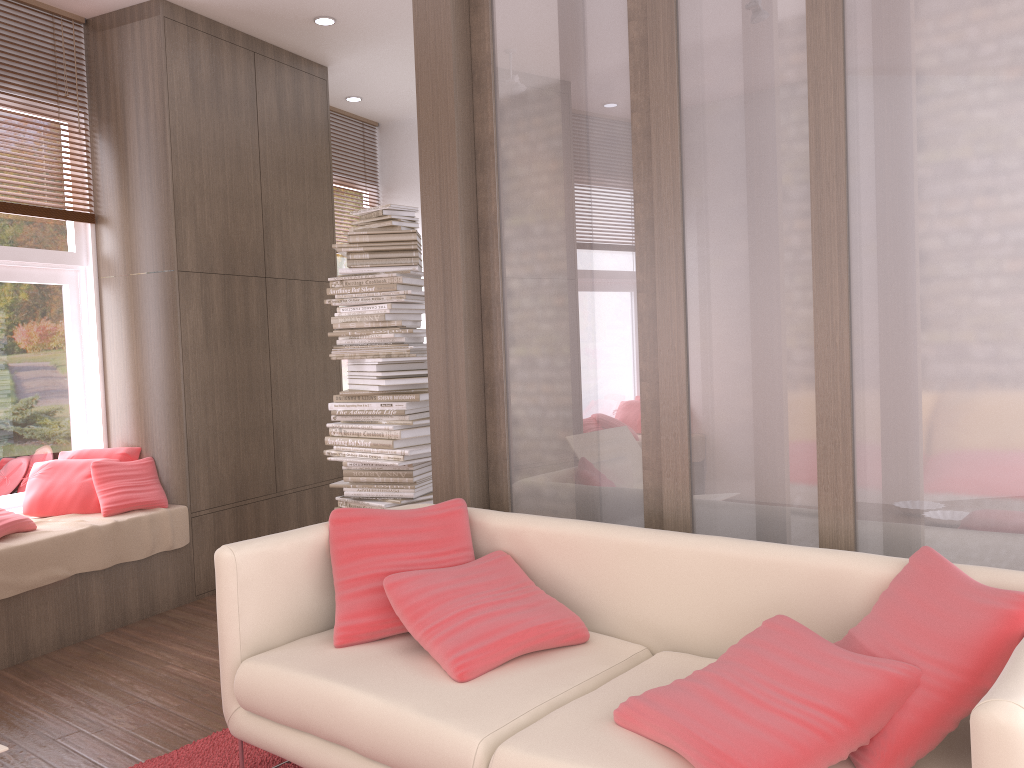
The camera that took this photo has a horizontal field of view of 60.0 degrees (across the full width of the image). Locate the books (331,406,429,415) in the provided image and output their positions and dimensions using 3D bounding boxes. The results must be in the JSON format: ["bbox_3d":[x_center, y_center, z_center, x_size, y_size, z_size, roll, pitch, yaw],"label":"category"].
[{"bbox_3d":[-0.666,0.137,4.666,0.442,0.025,0.346,-1,3,25],"label":"books"}]

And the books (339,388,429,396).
[{"bbox_3d":[-0.655,0.034,4.702,0.450,0.022,0.364,-2,2,0],"label":"books"}]

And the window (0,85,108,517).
[{"bbox_3d":[-2.729,-0.405,4.445,0.160,2.229,1.407,-1,3,27],"label":"window"}]

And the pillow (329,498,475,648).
[{"bbox_3d":[-0.347,0.599,2.883,0.498,0.377,0.379,-3,3,-15],"label":"pillow"}]

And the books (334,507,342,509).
[{"bbox_3d":[-0.672,0.667,4.685,0.432,0.038,0.339,0,3,45],"label":"books"}]

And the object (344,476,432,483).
[{"bbox_3d":[-0.637,0.495,4.654,0.413,0.008,0.243,-1,3,20],"label":"object"}]

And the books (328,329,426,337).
[{"bbox_3d":[-0.692,-0.269,4.669,0.467,0.020,0.283,-2,3,15],"label":"books"}]

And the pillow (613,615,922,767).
[{"bbox_3d":[0.540,0.688,1.931,0.467,0.224,0.507,-3,3,-23],"label":"pillow"}]

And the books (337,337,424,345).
[{"bbox_3d":[-0.690,-0.227,4.697,0.379,0.028,0.297,-2,3,15],"label":"books"}]

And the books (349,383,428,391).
[{"bbox_3d":[-0.638,0.010,4.680,0.322,0.030,0.435,-4,3,-30],"label":"books"}]

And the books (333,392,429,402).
[{"bbox_3d":[-0.628,0.064,4.680,0.518,0.038,0.341,-1,3,25],"label":"books"}]

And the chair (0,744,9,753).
[{"bbox_3d":[-1.792,0.922,2.196,0.860,0.767,0.739,0,3,40],"label":"chair"}]

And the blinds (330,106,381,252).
[{"bbox_3d":[-1.425,-1.590,6.870,0.042,1.138,1.373,-1,3,27],"label":"blinds"}]

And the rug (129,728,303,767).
[{"bbox_3d":[-0.604,1.286,1.328,2.938,0.016,3.344,0,3,40],"label":"rug"}]

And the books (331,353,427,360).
[{"bbox_3d":[-0.678,-0.145,4.657,0.469,0.015,0.267,-2,3,15],"label":"books"}]

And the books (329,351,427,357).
[{"bbox_3d":[-0.698,-0.160,4.680,0.444,0.015,0.279,-2,3,15],"label":"books"}]

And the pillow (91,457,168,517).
[{"bbox_3d":[-2.035,0.540,4.712,0.357,0.278,0.264,-4,3,-42],"label":"pillow"}]

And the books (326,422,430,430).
[{"bbox_3d":[-0.661,0.208,4.694,0.510,0.020,0.399,0,3,40],"label":"books"}]

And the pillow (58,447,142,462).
[{"bbox_3d":[-2.277,0.524,4.841,0.484,0.334,0.193,-3,2,-10],"label":"pillow"}]

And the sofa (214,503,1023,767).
[{"bbox_3d":[0.218,0.834,2.346,2.204,0.751,0.919,0,3,40],"label":"sofa"}]

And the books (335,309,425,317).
[{"bbox_3d":[-0.694,-0.373,4.680,0.388,0.020,0.287,-1,3,35],"label":"books"}]

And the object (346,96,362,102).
[{"bbox_3d":[-1.196,-2.154,6.705,0.119,0.010,0.119,-3,3,-25],"label":"object"}]

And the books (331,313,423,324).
[{"bbox_3d":[-0.714,-0.344,4.689,0.379,0.039,0.297,-1,3,35],"label":"books"}]

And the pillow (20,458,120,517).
[{"bbox_3d":[-2.335,0.542,4.674,0.485,0.279,0.270,-3,3,-14],"label":"pillow"}]

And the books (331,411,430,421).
[{"bbox_3d":[-0.655,0.165,4.700,0.469,0.028,0.368,-1,3,25],"label":"books"}]

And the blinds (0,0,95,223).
[{"bbox_3d":[-2.679,-1.434,4.359,0.042,1.138,1.373,-1,3,27],"label":"blinds"}]

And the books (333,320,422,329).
[{"bbox_3d":[-0.705,-0.312,4.680,0.379,0.028,0.297,-2,3,15],"label":"books"}]

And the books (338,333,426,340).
[{"bbox_3d":[-0.672,-0.250,4.673,0.388,0.020,0.287,-1,3,35],"label":"books"}]

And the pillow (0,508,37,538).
[{"bbox_3d":[-2.465,0.616,4.094,0.354,0.200,0.403,-2,2,4],"label":"pillow"}]

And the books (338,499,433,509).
[{"bbox_3d":[-0.645,0.627,4.685,0.448,0.038,0.348,0,3,45],"label":"books"}]

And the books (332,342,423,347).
[{"bbox_3d":[-0.704,-0.209,4.692,0.395,0.007,0.308,-2,3,15],"label":"books"}]

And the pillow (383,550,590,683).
[{"bbox_3d":[-0.086,0.681,2.670,0.507,0.224,0.467,-4,3,-38],"label":"pillow"}]

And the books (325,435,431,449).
[{"bbox_3d":[-0.662,0.290,4.699,0.522,0.046,0.410,0,3,40],"label":"books"}]

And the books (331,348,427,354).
[{"bbox_3d":[-0.690,-0.174,4.677,0.432,0.013,0.288,-2,3,15],"label":"books"}]

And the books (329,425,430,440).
[{"bbox_3d":[-0.629,0.241,4.702,0.542,0.046,0.421,0,3,40],"label":"books"}]

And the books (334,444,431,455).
[{"bbox_3d":[-0.590,0.325,4.663,0.566,0.025,0.423,0,3,40],"label":"books"}]

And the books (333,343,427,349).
[{"bbox_3d":[-0.685,-0.200,4.677,0.412,0.011,0.308,-2,3,15],"label":"books"}]

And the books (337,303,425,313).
[{"bbox_3d":[-0.678,-0.397,4.661,0.379,0.028,0.297,-1,3,35],"label":"books"}]

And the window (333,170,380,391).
[{"bbox_3d":[-1.466,-0.561,6.954,0.160,2.229,1.407,-1,3,27],"label":"window"}]

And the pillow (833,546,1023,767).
[{"bbox_3d":[0.856,0.591,1.948,0.379,0.377,0.498,-2,2,0],"label":"pillow"}]

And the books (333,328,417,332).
[{"bbox_3d":[-0.717,-0.283,4.678,0.368,0.009,0.262,-2,3,15],"label":"books"}]

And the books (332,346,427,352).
[{"bbox_3d":[-0.678,-0.187,4.666,0.446,0.012,0.291,-2,3,15],"label":"books"}]

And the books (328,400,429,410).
[{"bbox_3d":[-0.668,0.105,4.688,0.469,0.038,0.364,-1,3,25],"label":"books"}]

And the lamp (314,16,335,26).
[{"bbox_3d":[-1.079,-2.091,5.109,0.119,0.010,0.119,-1,3,20],"label":"lamp"}]
